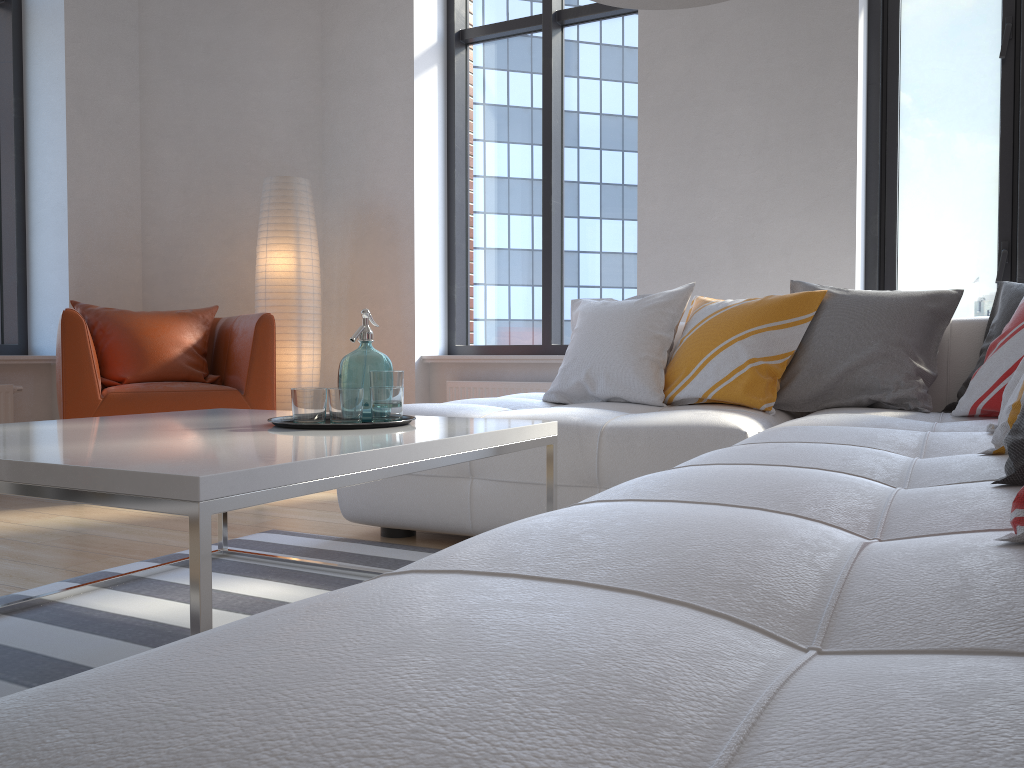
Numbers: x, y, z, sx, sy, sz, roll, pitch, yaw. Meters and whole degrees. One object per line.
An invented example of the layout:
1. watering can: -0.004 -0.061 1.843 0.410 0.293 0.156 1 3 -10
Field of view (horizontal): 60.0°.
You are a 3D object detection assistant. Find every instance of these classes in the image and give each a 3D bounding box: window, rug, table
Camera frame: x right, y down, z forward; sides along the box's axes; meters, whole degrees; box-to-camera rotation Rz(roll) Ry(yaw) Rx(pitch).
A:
1. window: 2.267 -1.327 3.898 1.310 2.402 0.170 1 2 28
2. rug: -0.630 0.542 1.626 1.662 0.016 2.326 1 2 28
3. window: 0.233 -1.361 4.973 1.310 2.402 0.170 1 2 28
4. table: -0.629 0.312 1.882 1.091 0.435 1.091 1 2 28
5. window: -3.103 -1.323 3.853 0.170 2.402 1.960 1 2 28

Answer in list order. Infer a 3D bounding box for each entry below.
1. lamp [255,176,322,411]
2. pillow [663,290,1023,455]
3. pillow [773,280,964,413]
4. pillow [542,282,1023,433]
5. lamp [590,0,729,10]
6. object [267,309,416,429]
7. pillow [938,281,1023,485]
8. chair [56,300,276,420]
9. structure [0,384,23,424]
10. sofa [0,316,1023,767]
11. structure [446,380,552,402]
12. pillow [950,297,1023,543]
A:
1. lamp: -0.985 -0.329 4.809 0.804 1.550 0.502 0 2 -12
2. pillow: 0.883 -0.093 2.293 0.630 0.440 2.095 -1 2 -15
3. pillow: 0.779 -0.092 1.641 0.647 0.453 2.953 0 2 16
4. pillow: 0.754 -0.120 2.584 0.580 0.456 2.156 -1 2 -36
5. lamp: 1.502 -0.806 2.576 3.199 2.647 0.710 -1 2 -26
6. object: -0.383 -0.042 2.005 0.330 0.265 0.330 -1 2 -38
7. pillow: 1.263 -0.095 1.864 0.608 0.436 2.120 1 2 24
8. chair: -1.649 0.036 4.162 0.896 0.858 0.843 -1 2 -30
9. structure: -2.795 0.250 3.778 0.110 0.460 1.474 1 2 28
10. sofa: 0.350 0.175 1.883 2.614 0.732 3.424 1 2 28
11. structure: 0.106 0.218 4.719 1.015 0.460 0.110 1 2 28
12. pillow: 1.117 -0.059 1.573 0.575 0.449 2.250 1 2 25
